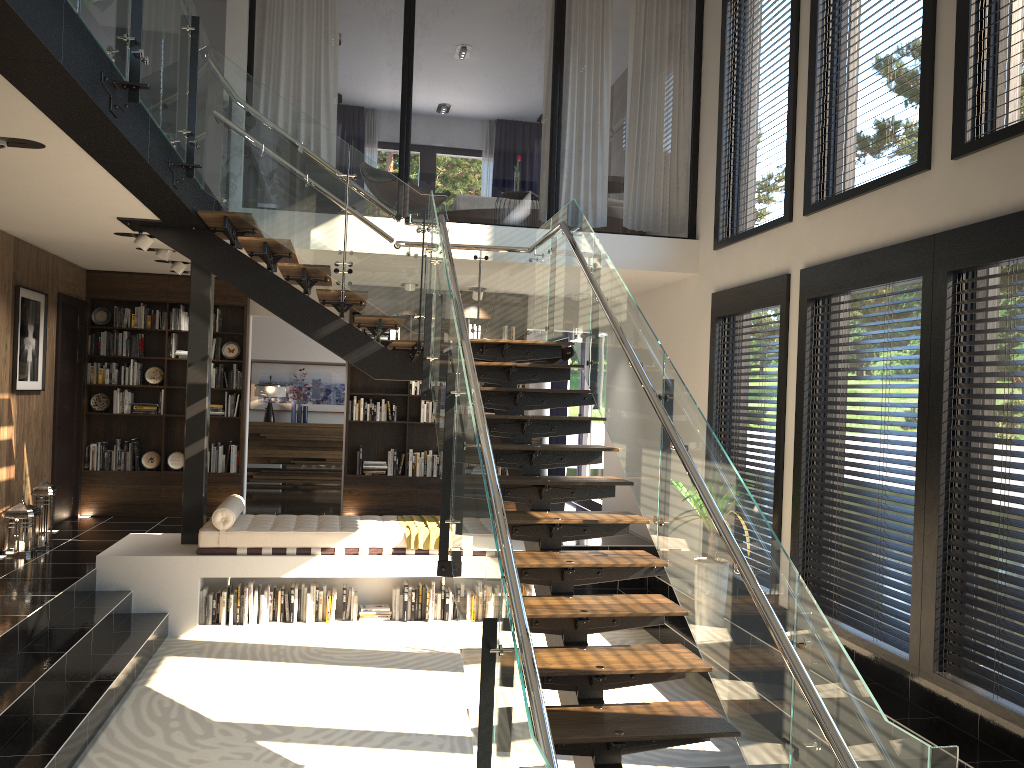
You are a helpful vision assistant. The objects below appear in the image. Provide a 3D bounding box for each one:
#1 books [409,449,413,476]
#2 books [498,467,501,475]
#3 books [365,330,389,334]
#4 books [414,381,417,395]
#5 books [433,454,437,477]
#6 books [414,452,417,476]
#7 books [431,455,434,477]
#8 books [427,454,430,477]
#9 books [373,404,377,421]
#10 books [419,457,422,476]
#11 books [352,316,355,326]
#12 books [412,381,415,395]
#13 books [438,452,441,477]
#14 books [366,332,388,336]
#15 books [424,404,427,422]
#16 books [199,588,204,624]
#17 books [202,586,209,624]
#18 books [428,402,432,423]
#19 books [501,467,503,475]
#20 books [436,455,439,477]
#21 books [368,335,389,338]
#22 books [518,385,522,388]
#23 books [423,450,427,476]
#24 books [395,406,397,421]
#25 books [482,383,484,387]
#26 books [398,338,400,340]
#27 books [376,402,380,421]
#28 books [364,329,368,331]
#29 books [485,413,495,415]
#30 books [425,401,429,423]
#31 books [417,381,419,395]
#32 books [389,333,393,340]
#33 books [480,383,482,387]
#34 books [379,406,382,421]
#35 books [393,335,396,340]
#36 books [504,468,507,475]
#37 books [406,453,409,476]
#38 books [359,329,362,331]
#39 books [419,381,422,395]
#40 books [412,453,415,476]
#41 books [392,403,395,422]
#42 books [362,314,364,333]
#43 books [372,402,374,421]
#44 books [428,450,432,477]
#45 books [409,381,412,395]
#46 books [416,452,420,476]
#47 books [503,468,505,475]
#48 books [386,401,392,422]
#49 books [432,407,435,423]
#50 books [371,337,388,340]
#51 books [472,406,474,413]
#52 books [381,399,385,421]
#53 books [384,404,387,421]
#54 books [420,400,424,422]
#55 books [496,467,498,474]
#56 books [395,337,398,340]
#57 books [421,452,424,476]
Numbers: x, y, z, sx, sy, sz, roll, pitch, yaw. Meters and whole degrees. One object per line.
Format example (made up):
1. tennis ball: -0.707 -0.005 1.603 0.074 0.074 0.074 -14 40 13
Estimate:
1. books: -1.192 0.921 10.395 0.035 0.312 0.160 2 0 -11
2. books: -0.161 0.953 10.598 0.030 0.326 0.195 2 0 -11
3. books: -1.581 -0.607 10.372 0.270 0.025 0.156 2 -1 -10
4. books: -1.138 0.048 10.440 0.027 0.162 0.125 2 0 -11
5. books: -0.913 0.960 10.460 0.034 0.255 0.194 2 0 -11
6. books: -1.139 0.942 10.434 0.025 0.274 0.150 2 0 -11
7. books: -0.940 0.963 10.448 0.023 0.246 0.149 2 0 -11
8. books: -0.994 0.957 10.431 0.025 0.255 0.202 2 0 -11
9. books: -1.603 0.334 10.370 0.033 0.193 0.172 2 0 -11
10. books: -1.084 0.974 10.430 0.025 0.214 0.170 2 0 -11
11. books: -1.849 -0.659 10.322 0.026 0.263 0.156 2 0 -11
12. books: -1.165 -0.007 10.434 0.031 0.272 0.158 2 0 -11
13. books: -0.854 0.950 10.467 0.028 0.280 0.154 2 0 -11
14. books: -1.581 -0.581 10.367 0.251 0.026 0.148 2 -1 -7
15. books: -1.027 0.341 10.410 0.023 0.218 0.196 2 0 -11
16. books: -2.557 1.830 7.324 0.025 0.270 0.156 2 0 -11
17. books: -2.529 1.823 7.313 0.024 0.286 0.130 2 0 -11
18. books: -0.969 0.331 10.427 0.036 0.244 0.194 2 0 -11
19. books: -0.134 0.962 10.605 0.027 0.311 0.148 2 0 -11
20. books: -0.883 0.964 10.468 0.029 0.250 0.142 2 0 -11
21. books: -1.582 -0.556 10.366 0.273 0.025 0.156 2 -1 -13
22. books: 0.078 0.080 10.666 0.051 0.194 0.192 2 0 -10
23. books: -1.025 0.935 10.450 0.032 0.298 0.169 2 0 -11
24. books: -1.376 0.347 10.442 0.022 0.185 0.127 2 0 -11
25. books: -0.358 0.040 10.623 0.025 0.243 0.119 2 0 -11
26. books: -1.328 -0.660 10.407 0.019 0.303 0.129 2 0 -11
27. books: -1.569 0.321 10.364 0.030 0.222 0.190 2 0 -11
28. books: -1.578 -0.635 10.360 0.285 0.030 0.176 2 -1 -11
29. books: -0.295 0.354 10.589 0.272 0.022 0.156 2 -1 -12
30. books: -1.006 0.329 10.446 0.030 0.245 0.166 2 0 -11
31. books: -1.110 0.032 10.431 0.024 0.197 0.174 2 0 -11
32. books: -1.411 -0.653 10.373 0.030 0.284 0.176 2 0 -11
33. books: -0.379 0.062 10.587 0.026 0.196 0.147 2 0 -11
34. books: -1.544 0.348 10.380 0.027 0.171 0.146 2 0 -11
35. books: -1.381 -0.666 10.390 0.034 0.311 0.149 2 0 -11
36. books: -0.090 1.002 10.620 0.022 0.234 0.178 2 0 -11
37. books: -1.229 0.944 10.423 0.026 0.263 0.156 2 0 -11
38. books: -1.765 -0.640 10.311 0.030 0.231 0.200 2 0 -11
39. books: -1.083 0.017 10.428 0.027 0.228 0.208 2 0 -11
40. books: -1.163 0.947 10.411 0.030 0.262 0.173 2 0 -11
41. books: -1.392 0.333 10.395 0.028 0.210 0.169 2 0 -11
42. books: -1.735 -0.669 10.316 0.028 0.290 0.170 2 0 -11
43. books: -1.630 0.322 10.371 0.021 0.216 0.170 2 0 -11
44. books: -0.968 0.933 10.455 0.032 0.306 0.155 2 0 -11
45. books: -1.196 0.013 10.431 0.030 0.228 0.176 2 0 -11
46. books: -1.107 0.942 10.413 0.030 0.276 0.160 2 0 -11
47. books: -0.112 0.985 10.619 0.023 0.267 0.147 2 0 -11
48. books: -1.440 0.319 10.383 0.070 0.236 0.206 2 0 -11
49. books: -0.924 0.324 10.468 0.067 0.261 0.159 2 0 -11
50. books: -1.582 -0.530 10.363 0.268 0.026 0.156 2 -1 -6
51. books: -0.482 0.365 10.526 0.026 0.209 0.184 2 0 -11
52. books: -1.511 0.306 10.364 0.029 0.256 0.167 2 0 -11
53. books: -1.488 0.333 10.394 0.030 0.205 0.170 2 0 -11
54. books: -1.059 0.308 10.440 0.030 0.284 0.176 2 0 -11
55. books: -0.189 0.992 10.591 0.026 0.247 0.149 2 0 -11
56. books: -1.351 -0.645 10.396 0.029 0.272 0.173 2 0 -11
57. books: -1.057 0.942 10.445 0.031 0.280 0.141 2 0 -11
